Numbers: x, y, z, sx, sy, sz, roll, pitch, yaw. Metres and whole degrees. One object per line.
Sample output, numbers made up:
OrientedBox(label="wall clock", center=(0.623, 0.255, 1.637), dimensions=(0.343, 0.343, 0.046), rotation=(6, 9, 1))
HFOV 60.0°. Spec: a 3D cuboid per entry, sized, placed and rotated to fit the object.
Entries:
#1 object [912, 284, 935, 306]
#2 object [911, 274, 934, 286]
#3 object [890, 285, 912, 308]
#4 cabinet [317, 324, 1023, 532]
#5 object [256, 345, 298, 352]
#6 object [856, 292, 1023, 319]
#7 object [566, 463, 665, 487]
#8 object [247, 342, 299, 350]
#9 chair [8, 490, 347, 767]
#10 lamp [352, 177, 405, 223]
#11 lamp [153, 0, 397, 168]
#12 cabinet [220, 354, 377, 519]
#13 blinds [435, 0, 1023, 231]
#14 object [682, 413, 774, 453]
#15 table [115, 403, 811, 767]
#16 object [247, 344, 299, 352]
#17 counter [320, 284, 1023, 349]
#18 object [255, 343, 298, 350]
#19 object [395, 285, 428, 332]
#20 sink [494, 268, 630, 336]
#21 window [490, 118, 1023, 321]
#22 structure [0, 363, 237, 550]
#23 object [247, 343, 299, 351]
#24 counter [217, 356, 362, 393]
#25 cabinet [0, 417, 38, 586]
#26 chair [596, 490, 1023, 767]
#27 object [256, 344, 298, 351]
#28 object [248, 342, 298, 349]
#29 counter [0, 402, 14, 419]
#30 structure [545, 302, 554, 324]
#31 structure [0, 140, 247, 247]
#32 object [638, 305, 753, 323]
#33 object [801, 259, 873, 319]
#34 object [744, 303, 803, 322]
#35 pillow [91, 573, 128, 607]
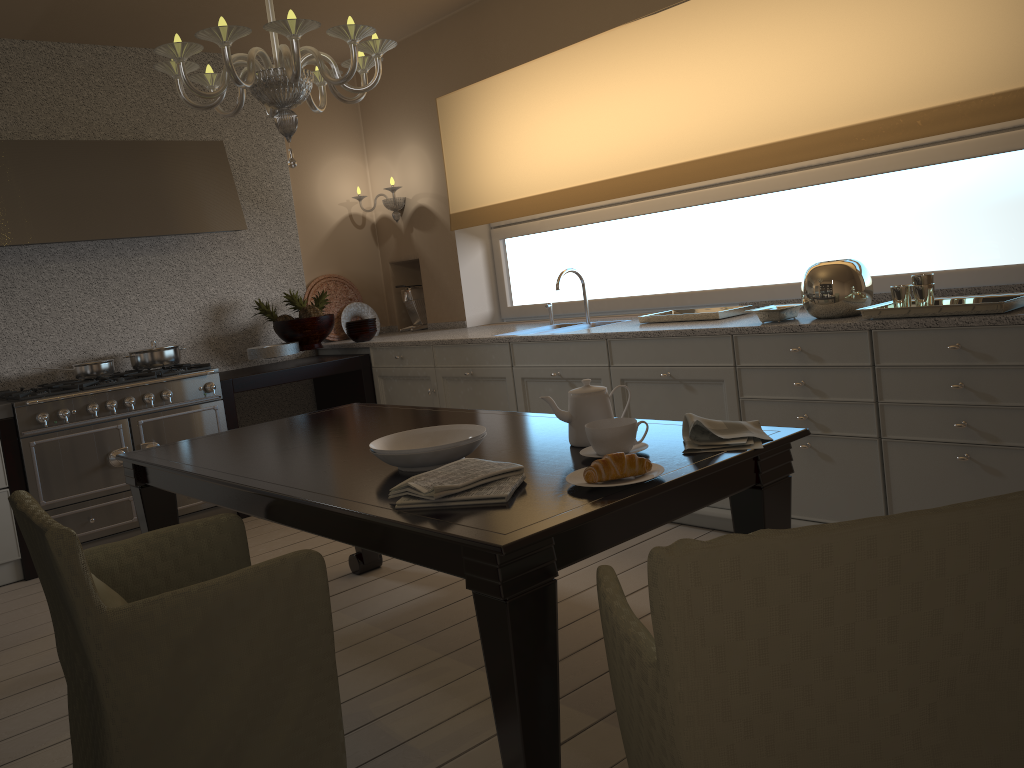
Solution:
OrientedBox(label="object", center=(1.280, -0.265, 2.751), dimensions=(0.063, 0.090, 0.063), rotation=(-5, 6, 22))
OrientedBox(label="object", center=(1.277, -0.294, 2.749), dimensions=(0.063, 0.090, 0.063), rotation=(-5, 6, 22))
OrientedBox(label="object", center=(1.238, -0.267, 2.811), dimensions=(0.063, 0.090, 0.063), rotation=(-5, 6, 22))
OrientedBox(label="cabinet", center=(0.442, 0.112, 4.271), dimensions=(0.850, 0.768, 4.221), rotation=(-12, 9, -40))
OrientedBox(label="object", center=(-1.314, -0.191, 4.878), dimensions=(0.278, 0.011, 0.279), rotation=(-2, 9, 37))
OrientedBox(label="object", center=(1.349, -0.242, 2.762), dimensions=(0.275, 0.034, 0.446), rotation=(-13, 9, -40))
OrientedBox(label="object", center=(0.203, 0.183, 1.744), dimensions=(0.194, 0.014, 0.195), rotation=(-4, 8, 25))
OrientedBox(label="object", center=(-1.316, -0.204, 4.877), dimensions=(0.278, 0.011, 0.279), rotation=(-2, 9, 37))
OrientedBox(label="chair", center=(-0.692, 0.589, 1.898), dimensions=(0.563, 0.798, 0.563), rotation=(-11, 7, -34))
OrientedBox(label="lamp", center=(-0.790, -1.148, 5.609), dimensions=(0.265, 0.266, 0.479), rotation=(-13, 8, -42))
OrientedBox(label="lamp", center=(-0.713, -1.189, 2.556), dimensions=(0.676, 1.124, 0.702), rotation=(-9, 6, -22))
OrientedBox(label="cabinet", center=(-1.302, 0.258, 5.050), dimensions=(0.899, 0.722, 0.600), rotation=(-12, 8, -40))
OrientedBox(label="blinds", center=(0.747, -1.276, 3.916), dimensions=(0.022, 0.780, 3.548), rotation=(-11, 8, -40))
OrientedBox(label="object", center=(0.475, 0.096, 1.971), dimensions=(0.196, 0.063, 0.205), rotation=(-6, 7, 12))
OrientedBox(label="table", center=(-0.277, 0.488, 2.485), dimensions=(0.922, 0.651, 1.991), rotation=(-12, 9, -40))
OrientedBox(label="object", center=(-1.314, -0.193, 4.878), dimensions=(0.278, 0.011, 0.279), rotation=(-2, 9, 37))
OrientedBox(label="counter", center=(0.350, -0.282, 4.196), dimensions=(0.655, 0.067, 4.238), rotation=(-13, 9, -40))
OrientedBox(label="object", center=(-1.316, -0.202, 4.877), dimensions=(0.278, 0.011, 0.279), rotation=(-2, 9, 37))
OrientedBox(label="object", center=(-0.566, -0.518, 5.849), dimensions=(0.392, 0.305, 0.382), rotation=(-12, 8, -40))
OrientedBox(label="sink", center=(0.229, -0.310, 4.273), dimensions=(0.460, 0.480, 0.538), rotation=(-12, 8, -40))
OrientedBox(label="window", center=(1.021, -1.036, 4.117), dimensions=(0.047, 1.348, 3.566), rotation=(-11, 8, -40))
OrientedBox(label="structure", center=(-1.962, 0.363, 4.415), dimensions=(0.932, 0.802, 0.705), rotation=(-12, 8, -40))
OrientedBox(label="object", center=(-1.315, -0.199, 4.877), dimensions=(0.278, 0.011, 0.279), rotation=(-2, 9, 37))
OrientedBox(label="counter", center=(-1.342, -0.060, 5.023), dimensions=(0.768, 0.079, 0.600), rotation=(-13, 9, -40))
OrientedBox(label="cabinet", center=(-2.667, 0.577, 3.858), dimensions=(0.899, 0.722, 0.636), rotation=(-12, 8, -40))
OrientedBox(label="chair", center=(0.450, 0.517, 1.324), dimensions=(0.564, 0.798, 0.563), rotation=(-8, 6, -4))
OrientedBox(label="object", center=(-1.315, -0.196, 4.878), dimensions=(0.278, 0.011, 0.279), rotation=(-2, 9, 37))
OrientedBox(label="object", center=(-1.316, -0.207, 4.877), dimensions=(0.278, 0.011, 0.279), rotation=(-2, 9, 37))
OrientedBox(label="counter", center=(-2.725, 0.188, 3.835), dimensions=(0.899, 0.062, 0.600), rotation=(-13, 9, -40))
OrientedBox(label="structure", center=(0.202, -0.361, 4.669), dimensions=(0.037, 0.134, 0.024), rotation=(-11, 7, -40))
OrientedBox(label="structure", center=(-2.248, -0.953, 4.459), dimensions=(1.668, 0.508, 0.480), rotation=(-13, 8, -40))
OrientedBox(label="object", center=(0.782, -0.299, 3.803), dimensions=(0.241, 0.030, 0.429), rotation=(-13, 9, -40))
OrientedBox(label="object", center=(1.128, -0.331, 3.080), dimensions=(0.236, 0.195, 0.236), rotation=(-10, 7, -23))
OrientedBox(label="object", center=(0.962, -0.255, 3.199), dimensions=(0.198, 0.048, 0.153), rotation=(-13, 9, -40))
OrientedBox(label="pillow", center=(-0.801, 0.479, 1.837), dimensions=(0.192, 0.294, 0.440), rotation=(-12, 8, -40))
